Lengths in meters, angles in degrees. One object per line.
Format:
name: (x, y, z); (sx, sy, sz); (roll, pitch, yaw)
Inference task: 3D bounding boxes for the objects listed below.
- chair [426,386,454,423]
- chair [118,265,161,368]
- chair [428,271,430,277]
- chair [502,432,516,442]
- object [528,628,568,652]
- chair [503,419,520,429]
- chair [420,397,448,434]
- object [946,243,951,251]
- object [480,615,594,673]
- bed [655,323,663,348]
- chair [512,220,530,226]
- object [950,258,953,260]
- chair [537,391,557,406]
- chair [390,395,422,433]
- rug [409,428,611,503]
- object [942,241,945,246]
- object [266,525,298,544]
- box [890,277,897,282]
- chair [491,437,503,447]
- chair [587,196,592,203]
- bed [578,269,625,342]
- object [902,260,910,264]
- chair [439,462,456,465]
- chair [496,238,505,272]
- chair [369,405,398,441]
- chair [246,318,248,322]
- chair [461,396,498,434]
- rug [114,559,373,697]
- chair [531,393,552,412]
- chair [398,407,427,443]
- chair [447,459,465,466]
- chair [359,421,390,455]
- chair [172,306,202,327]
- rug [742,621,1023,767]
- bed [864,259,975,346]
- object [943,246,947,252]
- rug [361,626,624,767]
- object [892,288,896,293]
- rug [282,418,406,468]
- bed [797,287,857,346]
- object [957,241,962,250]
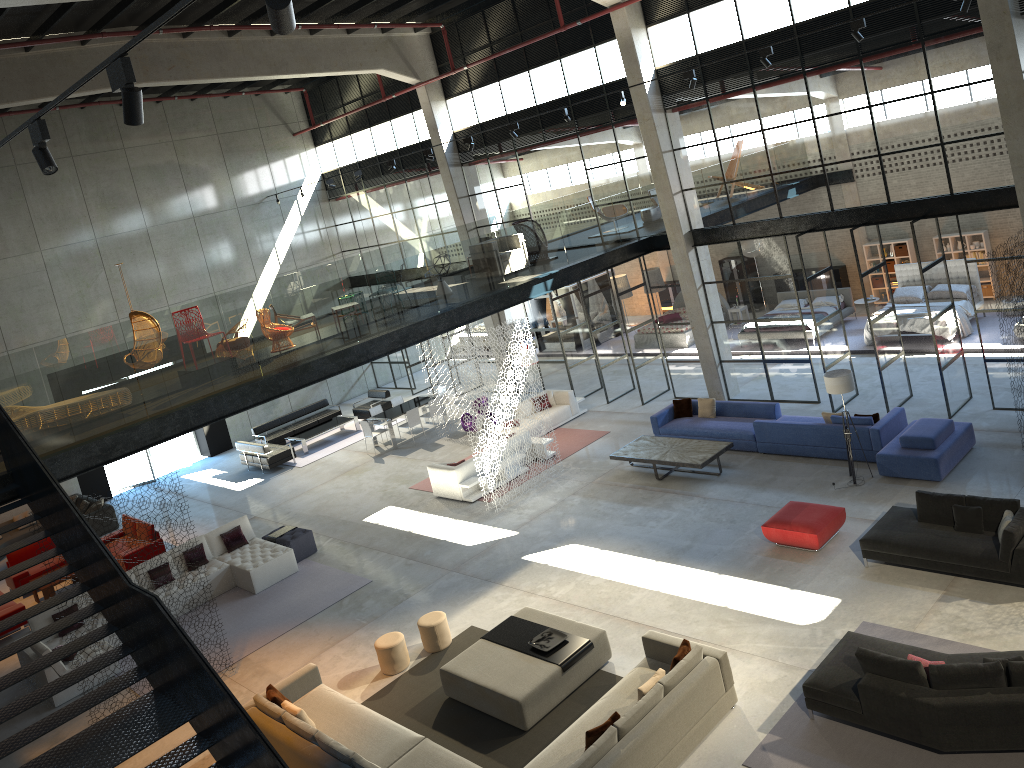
chair: (-1.951, 0.566, 23.218); (0.559, 0.858, 0.417); (-21, 10, -41)
chair: (-6.172, -1.095, 14.316); (0.631, 1.752, 0.613); (-11, 7, 23)
chair: (-1.522, -2.259, 18.249); (0.561, 0.789, 0.621); (-12, 9, 16)
chair: (-0.096, 1.216, 18.261); (0.406, 0.317, 0.267); (-22, 12, -39)
object: (0.435, 3.070, 10.492); (0.395, 0.035, 0.385); (-24, 17, -37)
chair: (-0.016, 0.891, 19.834); (0.414, 0.106, 0.416); (-13, 13, 5)
chair: (-2.040, 0.799, 22.345); (0.430, 0.858, 0.541); (-20, 10, -41)
object: (11.254, -3.529, 22.611); (0.101, 0.200, 0.100); (-15, 7, -13)
object: (0.277, 3.136, 10.679); (0.549, 0.085, 1.466); (-25, 17, -40)
bed: (4.903, -2.009, 25.734); (2.401, 1.260, 2.019); (-24, 15, -40)
chair: (0.437, -3.291, 20.151); (0.681, 0.972, 0.850); (-11, 9, 19)
object: (11.356, -3.133, 22.604); (0.100, 0.200, 0.099); (-17, 8, -24)
chair: (0.828, 0.379, 20.786); (0.382, 0.332, 0.257); (-15, 8, -8)
chair: (-2.808, 0.780, 23.188); (0.430, 0.858, 0.541); (-20, 10, -41)
rug: (-0.021, 1.622, 18.786); (3.725, 0.020, 2.634); (-25, 17, -40)
object: (11.172, -3.580, 22.762); (0.094, 0.258, 0.096); (-13, 6, 9)
object: (-4.294, 2.805, 16.421); (0.298, 0.098, 0.533); (-2, 17, 42)
box: (10.417, -2.853, 23.870); (0.135, 0.107, 0.212); (-22, 15, -40)
chair: (-0.333, 1.316, 18.085); (0.266, 0.313, 0.404); (-8, 12, 35)
chair: (2.607, -4.557, 23.123); (0.984, 1.013, 0.799); (-16, 9, -13)
bed: (2.041, -2.346, 28.281); (2.372, 2.048, 2.235); (-22, 13, -41)
object: (10.579, -3.266, 23.497); (0.060, 0.131, 0.258); (-20, 13, -41)
chair: (-1.222, 1.660, 17.626); (0.387, 0.268, 0.327); (-9, 11, 23)
chair: (-0.251, -2.637, 18.469); (1.008, 0.820, 0.799); (-23, 13, -41)
chair: (-3.301, 1.013, 22.718); (0.430, 0.858, 0.541); (-20, 10, -41)
chair: (-5.035, -0.771, 15.810); (0.735, 0.698, 0.534); (-10, 9, 21)
chair: (-0.833, 0.754, 21.579); (0.817, 0.737, 0.652); (-22, 12, -41)
rug: (-4.448, 3.816, 14.155); (3.725, 0.020, 2.634); (-25, 17, -40)
chair: (0.700, 0.448, 20.633); (0.413, 0.331, 0.259); (-15, 9, -9)
chair: (-2.532, 1.031, 21.876); (0.430, 0.858, 0.541); (-20, 10, -41)
chair: (-1.058, 1.663, 17.411); (0.401, 0.331, 0.288); (-13, 9, 3)
chair: (-3.389, 1.246, 21.846); (0.559, 0.858, 0.417); (-21, 10, -41)
chair: (-5.317, -0.815, 14.921); (0.662, 0.967, 0.656); (-21, 11, -41)
rug: (4.335, 3.208, 7.890); (2.717, 0.020, 3.610); (-25, 17, -40)
bed: (9.511, -1.896, 20.415); (2.378, 1.396, 2.206); (-24, 15, -41)
object: (11.149, -3.487, 22.639); (0.112, 0.154, 0.109); (-18, 9, -30)
rug: (-0.269, 3.824, 9.945); (2.717, 0.020, 3.610); (-25, 17, -40)
object: (10.485, -2.426, 23.873); (0.332, 0.293, 0.322); (-22, 13, -41)
rug: (-4.919, 1.524, 24.084); (3.480, 0.025, 2.398); (-25, 17, -40)
bed: (7.447, -1.750, 22.996); (2.458, 0.856, 2.245); (-24, 16, -40)
object: (11.449, -3.537, 22.351); (0.165, 0.247, 0.169); (-13, 8, 4)
